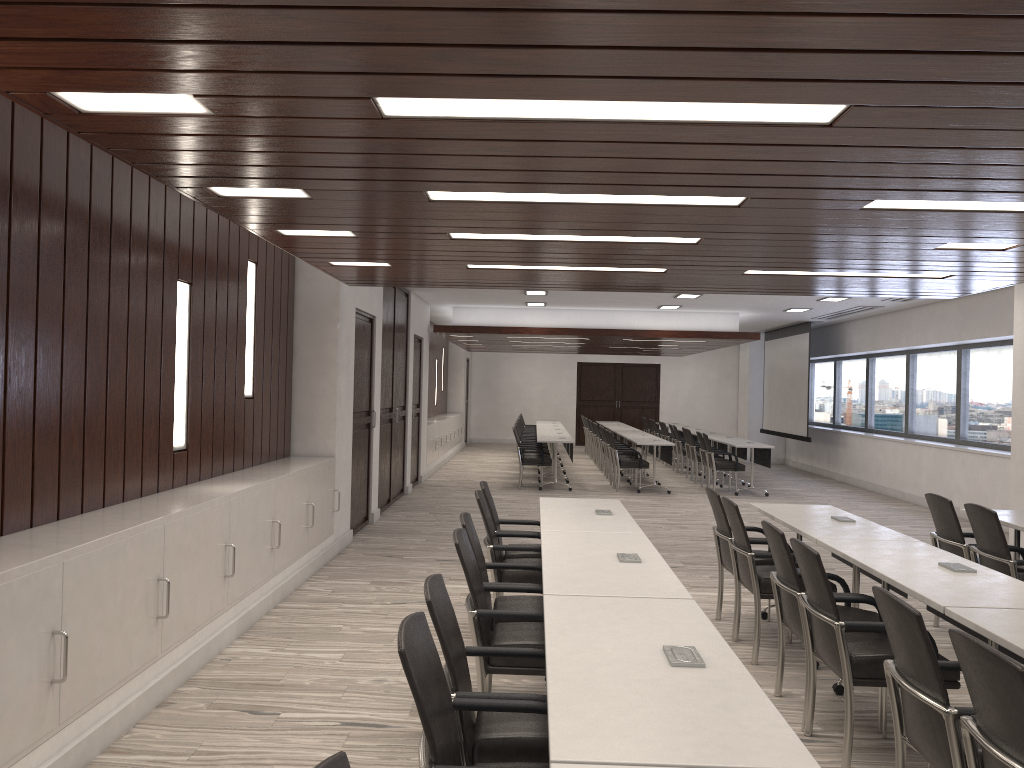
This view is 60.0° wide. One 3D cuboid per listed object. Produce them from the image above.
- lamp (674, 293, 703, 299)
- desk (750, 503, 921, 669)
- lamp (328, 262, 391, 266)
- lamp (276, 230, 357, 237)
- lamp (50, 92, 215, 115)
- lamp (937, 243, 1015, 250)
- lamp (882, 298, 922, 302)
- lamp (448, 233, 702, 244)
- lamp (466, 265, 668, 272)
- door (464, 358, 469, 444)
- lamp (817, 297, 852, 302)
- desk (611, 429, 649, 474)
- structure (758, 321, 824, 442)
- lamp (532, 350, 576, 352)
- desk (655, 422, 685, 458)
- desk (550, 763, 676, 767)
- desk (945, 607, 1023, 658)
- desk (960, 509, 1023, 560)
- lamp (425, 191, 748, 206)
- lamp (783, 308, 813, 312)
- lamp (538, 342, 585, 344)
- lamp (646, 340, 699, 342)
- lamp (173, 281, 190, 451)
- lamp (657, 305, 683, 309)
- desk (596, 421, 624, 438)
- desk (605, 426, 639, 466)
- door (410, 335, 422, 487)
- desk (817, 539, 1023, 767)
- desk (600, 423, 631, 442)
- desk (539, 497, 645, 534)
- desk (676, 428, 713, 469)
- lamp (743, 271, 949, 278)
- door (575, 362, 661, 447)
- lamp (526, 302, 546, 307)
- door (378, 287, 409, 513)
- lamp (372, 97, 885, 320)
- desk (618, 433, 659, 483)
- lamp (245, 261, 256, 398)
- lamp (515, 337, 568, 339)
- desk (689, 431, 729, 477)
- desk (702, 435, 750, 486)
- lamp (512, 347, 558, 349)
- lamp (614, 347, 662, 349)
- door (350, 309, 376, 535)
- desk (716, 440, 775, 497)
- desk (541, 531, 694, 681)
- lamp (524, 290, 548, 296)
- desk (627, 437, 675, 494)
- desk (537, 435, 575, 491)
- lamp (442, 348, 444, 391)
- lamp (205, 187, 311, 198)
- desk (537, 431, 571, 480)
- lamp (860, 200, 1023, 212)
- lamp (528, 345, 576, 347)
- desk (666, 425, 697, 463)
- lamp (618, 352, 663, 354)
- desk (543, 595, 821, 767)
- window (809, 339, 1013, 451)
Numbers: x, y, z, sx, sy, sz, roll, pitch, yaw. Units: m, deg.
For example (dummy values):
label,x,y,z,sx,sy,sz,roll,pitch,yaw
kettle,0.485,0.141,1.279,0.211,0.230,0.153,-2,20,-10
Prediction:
label,x,y,z,sx,sy,sz,roll,pitch,yaw
lamp,2.479,-1.287,12.466,0.324,0.120,0.519,1,0,1
desk,1.976,1.248,5.639,0.577,0.795,1.509,1,0,1
lamp,-1.139,-0.924,6.641,0.464,0.045,0.236,1,0,1
lamp,-1.174,-0.930,5.322,0.464,0.045,0.236,1,0,1
lamp,-1.236,-0.942,2.902,0.464,0.045,0.236,1,0,1
lamp,2.733,-0.835,5.220,0.421,0.046,0.236,1,0,1
lamp,4.091,-1.050,6.666,1.499,0.552,12.001,1,0,18
lamp,0.371,-0.893,5.281,1.496,0.045,0.236,1,0,1
lamp,0.406,-0.886,6.601,1.496,0.045,0.236,1,0,1
door,-1.275,0.465,23.783,0.200,2.323,1.163,1,0,1
lamp,4.509,-1.238,12.413,0.324,0.120,0.519,1,0,1
desk,2.278,1.306,17.251,0.577,0.795,1.509,1,0,1
structure,5.502,-0.094,17.907,0.438,2.329,3.550,1,0,1
lamp,0.780,-0.814,21.013,1.496,0.045,0.236,1,0,1
desk,3.892,1.365,21.781,0.577,0.795,1.509,1,0,1
desk,0.339,1.188,1.109,0.577,0.795,1.509,1,0,1
desk,1.897,1.233,2.592,0.577,0.795,1.509,1,0,1
desk,3.472,1.284,5.600,0.577,0.795,1.509,1,0,1
lamp,0.343,-0.898,4.182,1.496,0.045,0.236,1,0,1
lamp,4.554,-1.229,14.124,0.324,0.120,0.519,1,0,1
lamp,0.682,-0.833,17.274,1.496,0.045,0.236,1,0,1
lamp,2.702,-0.790,15.681,1.496,0.045,0.236,1,0,1
lamp,-2.133,-0.113,5.592,0.094,1.058,0.236,1,0,1
lamp,2.523,-1.279,14.177,0.324,0.120,0.519,1,0,1
desk,2.396,1.329,21.820,0.577,0.795,1.509,1,0,1
desk,2.317,1.313,18.773,0.577,0.795,1.509,1,0,1
door,-1.537,0.415,13.705,0.200,2.323,1.163,1,0,1
desk,1.937,1.240,4.117,0.577,0.795,1.509,1,0,1
desk,2.357,1.321,20.298,0.577,0.795,1.509,1,0,1
desk,0.458,1.211,5.679,0.577,0.795,1.509,1,0,1
desk,3.813,1.350,18.734,0.577,0.795,1.509,1,0,1
lamp,2.465,-0.836,6.547,1.496,0.045,0.236,1,0,1
door,2.963,0.573,24.831,2.329,2.323,0.200,1,0,1
lamp,0.387,-1.331,14.233,0.324,0.120,0.519,1,0,1
door,-1.585,0.122,11.574,0.200,2.889,2.327,1,0,1
lamp,3.083,-1.064,9.020,1.469,0.552,14.295,1,0,24
desk,2.238,1.298,15.738,0.577,0.795,1.509,1,0,1
lamp,-2.091,-0.425,6.913,0.094,1.058,0.236,1,0,1
lamp,0.643,-0.840,15.735,1.496,0.045,0.236,1,0,1
desk,3.774,1.342,17.212,0.577,0.795,1.509,1,0,1
desk,3.734,1.334,15.699,0.577,0.795,1.509,1,0,1
lamp,0.745,-0.821,19.693,1.496,0.045,0.236,1,0,1
lamp,2.776,-0.776,18.540,1.496,0.045,0.236,1,0,1
door,-1.647,0.394,9.436,0.200,2.323,1.163,1,0,1
desk,3.695,1.327,14.177,0.577,0.795,1.509,1,0,1
desk,0.419,1.203,4.157,0.577,0.795,1.509,1,0,1
lamp,0.342,-1.339,12.522,0.324,0.120,0.519,1,0,1
desk,2.199,1.291,14.215,0.577,0.795,1.509,1,0,1
desk,0.681,1.254,14.255,0.577,0.795,1.509,1,0,1
lamp,-1.717,-0.353,21.324,0.094,1.058,0.236,1,0,1
lamp,-1.202,-0.936,4.222,0.464,0.045,0.236,1,0,1
desk,0.720,1.261,15.777,0.577,0.795,1.509,1,0,1
lamp,2.402,-0.848,4.128,1.496,0.045,0.236,1,0,1
lamp,0.717,-0.826,18.594,1.496,0.045,0.236,1,0,1
desk,3.853,1.357,20.259,0.577,0.795,1.509,1,0,1
lamp,2.839,-0.764,20.959,1.496,0.045,0.236,1,0,1
desk,0.379,1.196,2.632,0.577,0.795,1.509,1,0,1
window,6.465,0.161,14.374,0.118,1.419,10.452,1,0,1
